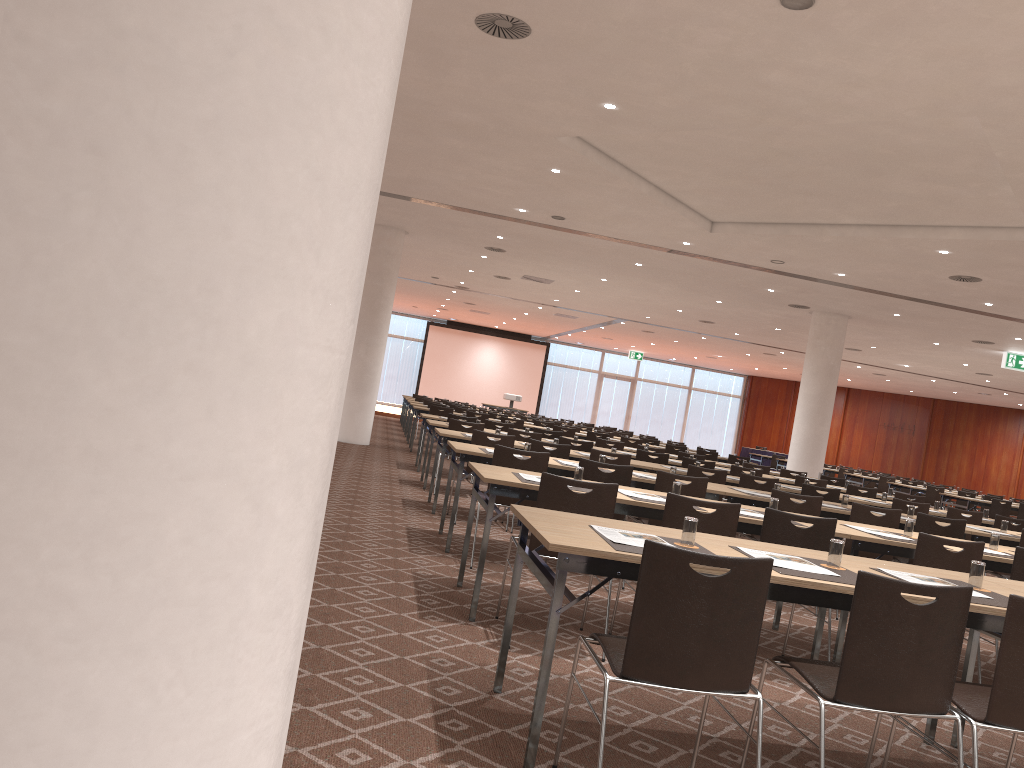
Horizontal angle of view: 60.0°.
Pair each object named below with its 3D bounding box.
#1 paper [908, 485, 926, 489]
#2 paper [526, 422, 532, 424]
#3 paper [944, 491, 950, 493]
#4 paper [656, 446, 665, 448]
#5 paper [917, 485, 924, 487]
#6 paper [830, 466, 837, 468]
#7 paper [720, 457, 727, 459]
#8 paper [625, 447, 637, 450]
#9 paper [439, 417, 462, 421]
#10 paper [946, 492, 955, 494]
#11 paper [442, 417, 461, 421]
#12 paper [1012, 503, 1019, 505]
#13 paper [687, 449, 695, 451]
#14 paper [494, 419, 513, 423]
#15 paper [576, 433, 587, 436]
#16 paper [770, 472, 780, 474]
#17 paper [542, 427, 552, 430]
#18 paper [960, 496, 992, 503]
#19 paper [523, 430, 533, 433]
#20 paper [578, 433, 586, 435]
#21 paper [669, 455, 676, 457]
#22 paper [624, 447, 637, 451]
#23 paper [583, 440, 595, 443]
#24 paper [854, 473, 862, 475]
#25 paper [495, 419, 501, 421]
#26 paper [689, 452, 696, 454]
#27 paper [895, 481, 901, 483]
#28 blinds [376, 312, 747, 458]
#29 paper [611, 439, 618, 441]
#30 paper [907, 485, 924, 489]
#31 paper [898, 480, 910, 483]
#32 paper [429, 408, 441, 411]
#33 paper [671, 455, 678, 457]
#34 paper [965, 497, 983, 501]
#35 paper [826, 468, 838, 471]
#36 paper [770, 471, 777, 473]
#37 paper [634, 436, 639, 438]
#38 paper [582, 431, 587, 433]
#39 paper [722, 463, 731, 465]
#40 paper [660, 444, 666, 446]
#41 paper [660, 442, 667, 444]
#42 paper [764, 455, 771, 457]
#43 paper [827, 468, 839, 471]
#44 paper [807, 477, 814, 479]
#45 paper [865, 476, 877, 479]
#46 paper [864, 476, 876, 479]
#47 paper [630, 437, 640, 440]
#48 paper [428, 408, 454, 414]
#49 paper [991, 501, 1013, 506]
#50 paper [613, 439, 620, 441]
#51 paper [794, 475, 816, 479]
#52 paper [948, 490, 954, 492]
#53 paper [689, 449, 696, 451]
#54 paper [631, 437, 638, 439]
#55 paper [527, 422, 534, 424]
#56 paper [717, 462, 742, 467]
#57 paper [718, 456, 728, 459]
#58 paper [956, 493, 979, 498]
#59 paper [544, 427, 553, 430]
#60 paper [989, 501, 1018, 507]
[{"bbox_3d":[9.391,2.388,20.531,0.283,0.006,0.398,10,-1,-7],"label":"paper"},{"bbox_3d":[0.541,0.869,19.127,0.460,0.003,0.565,10,-1,-10],"label":"paper"},{"bbox_3d":[10.015,2.494,20.604,0.284,0.006,0.398,10,-1,-11],"label":"paper"},{"bbox_3d":[2.986,1.255,17.544,0.283,0.006,0.398,10,-1,-6],"label":"paper"},{"bbox_3d":[10.410,2.597,22.610,0.460,0.003,0.565,10,-1,-6],"label":"paper"},{"bbox_3d":[10.452,2.695,28.740,0.283,0.006,0.398,10,-1,-6],"label":"paper"},{"bbox_3d":[4.316,1.486,17.671,0.460,0.003,0.565,10,-1,-12],"label":"paper"},{"bbox_3d":[1.905,1.014,13.847,0.284,0.006,0.398,10,-1,-9],"label":"paper"},{"bbox_3d":[-0.875,0.539,13.346,0.460,0.003,0.565,10,-1,-7],"label":"paper"},{"bbox_3d":[10.059,2.505,20.539,0.460,0.003,0.565,10,-1,-11],"label":"paper"},{"bbox_3d":[-0.926,0.528,13.446,0.284,0.006,0.398,10,-1,-8],"label":"paper"},{"bbox_3d":[11.661,2.780,20.766,0.460,0.003,0.565,10,-1,-7],"label":"paper"},{"bbox_3d":[4.038,1.470,19.631,0.460,0.003,0.565,10,-1,-6],"label":"paper"},{"bbox_3d":[-0.106,0.726,17.013,0.460,0.003,0.565,10,-1,-7],"label":"paper"},{"bbox_3d":[1.455,0.995,17.259,0.460,0.003,0.565,10,-1,-9],"label":"paper"},{"bbox_3d":[4.189,1.409,14.095,0.460,0.003,0.565,10,-1,-5],"label":"paper"},{"bbox_3d":[0.858,0.892,17.149,0.460,0.003,0.565,10,-1,-8],"label":"paper"},{"bbox_3d":[9.727,2.417,18.477,0.460,0.003,0.565,10,-1,-7],"label":"paper"},{"bbox_3d":[0.336,0.744,13.600,0.284,0.006,0.398,10,-1,-8],"label":"paper"},{"bbox_3d":[1.424,0.986,17.290,0.284,0.006,0.398,10,-1,-10],"label":"paper"},{"bbox_3d":[2.625,1.141,13.868,0.460,0.003,0.565,10,-1,-7],"label":"paper"},{"bbox_3d":[1.977,1.030,13.796,0.460,0.003,0.565,10,-1,-9],"label":"paper"},{"bbox_3d":[1.271,0.905,13.739,0.284,0.006,0.398,10,-1,-8],"label":"paper"},{"bbox_3d":[9.482,2.468,24.479,0.460,0.003,0.565,10,-1,-9],"label":"paper"},{"bbox_3d":[-0.167,0.713,17.069,0.284,0.006,0.398,10,-1,-9],"label":"paper"},{"bbox_3d":[3.664,1.374,17.565,0.460,0.003,0.565,10,-1,-7],"label":"paper"},{"bbox_3d":[9.728,2.477,22.584,0.284,0.006,0.398,10,-1,-12],"label":"paper"},{"bbox_3d":[-1.213,-0.370,36.934,22.857,3.816,0.115,10,0,-8],"label":"blinds"},{"bbox_3d":[2.093,1.104,17.324,0.460,0.003,0.565,10,-1,-7],"label":"paper"},{"bbox_3d":[9.416,2.394,20.435,0.460,0.003,0.565,10,-1,-11],"label":"paper"},{"bbox_3d":[11.068,2.742,24.755,0.460,0.003,0.565,10,-1,-5],"label":"paper"},{"bbox_3d":[-1.422,0.497,16.894,0.284,0.006,0.398,10,-1,-9],"label":"paper"},{"bbox_3d":[2.535,1.123,13.945,0.283,0.006,0.398,10,-1,-7],"label":"paper"},{"bbox_3d":[9.662,2.402,18.518,0.283,0.006,0.398,10,-1,-7],"label":"paper"},{"bbox_3d":[8.841,2.358,24.386,0.460,0.003,0.565,10,-1,-10],"label":"paper"},{"bbox_3d":[4.104,1.392,14.177,0.283,0.006,0.398,10,-1,-6],"label":"paper"},{"bbox_3d":[3.460,1.433,23.593,0.460,0.003,0.565,10,-1,-11],"label":"paper"},{"bbox_3d":[1.795,1.085,19.320,0.460,0.003,0.565,10,-1,-7],"label":"paper"},{"bbox_3d":[3.474,1.284,14.073,0.284,0.006,0.398,10,-1,-8],"label":"paper"},{"bbox_3d":[3.343,1.348,19.603,0.284,0.006,0.398,10,-1,-8],"label":"paper"},{"bbox_3d":[3.699,1.440,21.685,0.284,0.006,0.398,10,-1,-10],"label":"paper"},{"bbox_3d":[8.242,2.315,28.406,0.284,0.006,0.398,10,-1,-9],"label":"paper"},{"bbox_3d":[8.789,2.347,24.470,0.284,0.006,0.398,10,-1,-9],"label":"paper"},{"bbox_3d":[4.755,1.504,14.244,0.284,0.006,0.398,10,-1,-10],"label":"paper"},{"bbox_3d":[9.073,2.364,22.486,0.284,0.006,0.398,10,-1,-9],"label":"paper"},{"bbox_3d":[9.157,2.381,22.426,0.460,0.003,0.565,10,-1,-7],"label":"paper"},{"bbox_3d":[3.109,1.342,21.525,0.460,0.003,0.565,10,-1,-7],"label":"paper"},{"bbox_3d":[-1.358,0.511,16.814,0.460,0.003,0.565,10,-1,-9],"label":"paper"},{"bbox_3d":[10.318,2.515,18.636,0.283,0.006,0.398,10,-1,-5],"label":"paper"},{"bbox_3d":[2.060,1.096,17.393,0.284,0.006,0.398,10,-1,-9],"label":"paper"},{"bbox_3d":[4.796,1.514,14.214,0.460,0.003,0.565,10,-1,-7],"label":"paper"},{"bbox_3d":[11.375,2.762,22.748,0.460,0.003,0.565,10,-1,-11],"label":"paper"},{"bbox_3d":[3.985,1.458,19.708,0.284,0.006,0.398,10,-1,-9],"label":"paper"},{"bbox_3d":[3.049,1.328,21.576,0.284,0.006,0.398,10,-1,-10],"label":"paper"},{"bbox_3d":[0.473,0.855,19.215,0.284,0.006,0.398,10,-1,-10],"label":"paper"},{"bbox_3d":[3.559,1.301,14.022,0.460,0.003,0.565,10,-1,-7],"label":"paper"},{"bbox_3d":[4.244,1.471,17.708,0.284,0.006,0.398,10,-1,-9],"label":"paper"},{"bbox_3d":[10.710,2.617,20.655,0.460,0.003,0.565,10,-1,-7],"label":"paper"},{"bbox_3d":[0.784,0.877,17.233,0.284,0.006,0.398,10,-1,-8],"label":"paper"},{"bbox_3d":[10.370,2.527,18.569,0.460,0.003,0.565,10,-1,-11],"label":"paper"}]
